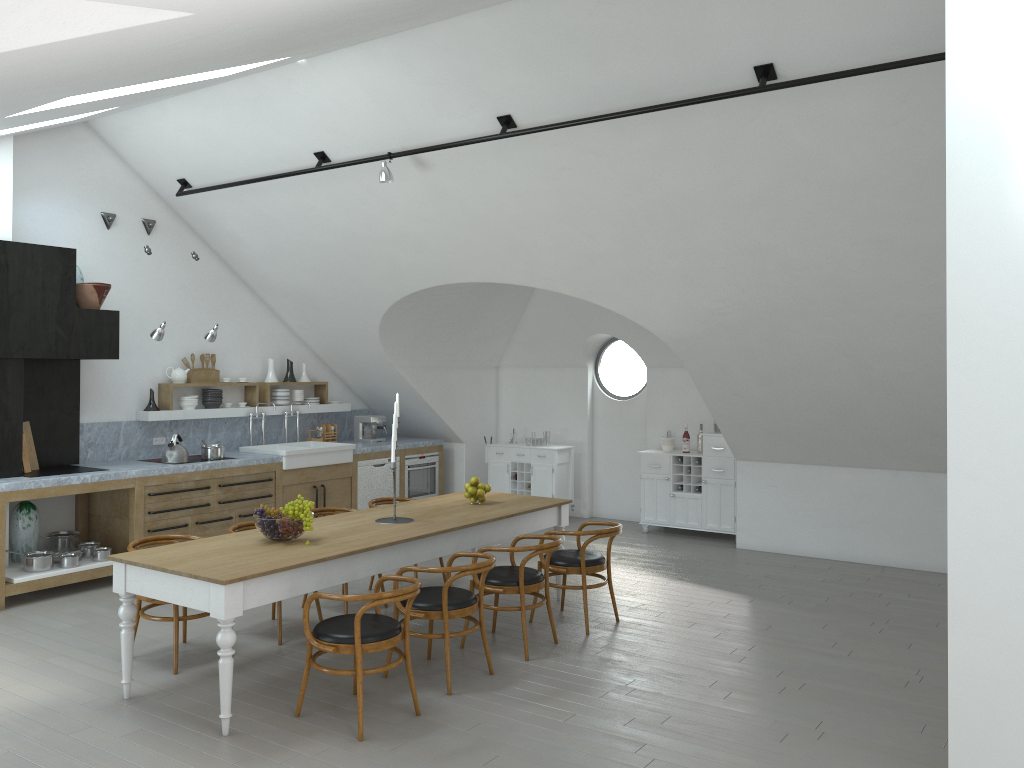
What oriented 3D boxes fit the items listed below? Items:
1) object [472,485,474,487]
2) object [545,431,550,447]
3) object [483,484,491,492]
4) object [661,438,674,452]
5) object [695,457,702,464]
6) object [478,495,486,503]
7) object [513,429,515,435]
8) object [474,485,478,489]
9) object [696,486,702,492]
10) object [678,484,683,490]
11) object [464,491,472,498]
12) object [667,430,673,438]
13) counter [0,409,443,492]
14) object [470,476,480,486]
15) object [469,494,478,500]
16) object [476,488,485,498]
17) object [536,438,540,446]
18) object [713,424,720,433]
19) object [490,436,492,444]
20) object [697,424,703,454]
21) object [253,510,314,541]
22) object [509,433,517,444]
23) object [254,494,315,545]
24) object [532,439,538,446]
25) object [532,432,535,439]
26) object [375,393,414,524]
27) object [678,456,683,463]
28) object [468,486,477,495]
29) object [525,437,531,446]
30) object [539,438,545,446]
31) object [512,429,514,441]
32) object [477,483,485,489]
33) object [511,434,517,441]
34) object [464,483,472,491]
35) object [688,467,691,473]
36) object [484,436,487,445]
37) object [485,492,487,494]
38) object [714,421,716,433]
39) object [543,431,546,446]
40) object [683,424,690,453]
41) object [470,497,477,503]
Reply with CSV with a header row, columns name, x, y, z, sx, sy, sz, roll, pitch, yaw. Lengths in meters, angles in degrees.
name,x,y,z,sx,sy,sz,roll,pitch,yaw
object,-0.300,0.782,6.938,0.062,0.059,0.062,0,0,35
object,0.438,0.673,10.853,0.063,0.187,0.063,0,-1,20
object,-0.191,0.807,6.864,0.063,0.063,0.062,0,0,-3
object,1.769,0.693,10.084,0.158,0.160,0.154,0,0,-27
object,2.117,0.851,9.823,0.087,0.085,0.360,0,1,35
object,-0.232,0.885,6.856,0.064,0.063,0.063,0,0,-44
object,0.026,0.660,11.277,0.024,0.164,0.039,1,-1,-43
object,-0.271,0.798,6.895,0.053,0.051,0.053,0,0,6
object,2.116,1.155,9.825,0.081,0.081,0.358,0,1,32
object,1.977,1.150,9.929,0.156,0.085,0.331,1,1,36
object,-0.341,0.853,6.834,0.059,0.056,0.059,0,0,29
object,1.815,0.645,10.326,0.115,0.209,0.065,0,-1,37
counter,-3.036,0.480,8.797,0.961,0.620,6.574,0,1,35
object,-0.287,0.751,6.859,0.072,0.074,0.072,0,0,35
object,-0.296,0.877,6.893,0.080,0.074,0.078,0,0,-10
object,-0.242,0.837,6.801,0.071,0.072,0.070,0,0,-1
object,0.340,0.718,10.943,0.094,0.093,0.093,0,0,22
object,2.236,0.489,9.666,0.082,0.105,0.081,0,0,-17
object,-0.267,0.794,11.193,0.029,0.269,0.088,1,-1,-29
object,2.108,0.612,9.876,0.085,0.331,0.085,0,-1,-6
object,-1.389,0.872,5.389,0.360,0.159,0.360,0,1,15
object,0.013,0.693,11.297,0.101,0.138,0.067,0,0,35
object,-1.376,0.809,5.364,0.394,0.284,0.292,0,0,-1
object,0.284,0.723,10.869,0.077,0.085,0.077,0,0,22
object,0.265,0.680,10.933,0.048,0.169,0.048,0,-1,22
object,-0.794,0.504,6.169,0.265,0.875,0.775,0,0,9
object,1.951,0.844,9.947,0.092,0.094,0.359,0,1,35
object,-0.304,0.816,6.794,0.071,0.064,0.072,0,0,28
object,0.199,0.712,10.884,0.081,0.105,0.082,0,0,-42
object,0.366,0.716,10.855,0.071,0.099,0.071,0,0,-32
object,0.008,0.657,11.307,0.039,0.175,0.054,0,-1,35
object,-0.239,0.791,6.835,0.053,0.057,0.058,0,0,-41
object,0.019,0.673,11.303,0.097,0.137,0.029,0,-1,38
object,-0.336,0.798,6.859,0.066,0.071,0.072,0,0,4
object,2.038,0.956,9.894,0.085,0.085,0.331,0,1,34
object,-0.312,0.794,11.224,0.088,0.269,0.029,0,-1,8
object,-0.228,0.829,6.908,0.076,0.076,0.077,0,0,1
object,2.249,0.456,9.747,0.048,0.169,0.048,0,-1,-23
object,0.409,0.675,10.910,0.054,0.179,0.054,0,-1,12
object,1.963,0.611,9.983,0.081,0.330,0.081,0,-1,30
object,-0.295,0.893,6.825,0.050,0.050,0.051,0,0,38
